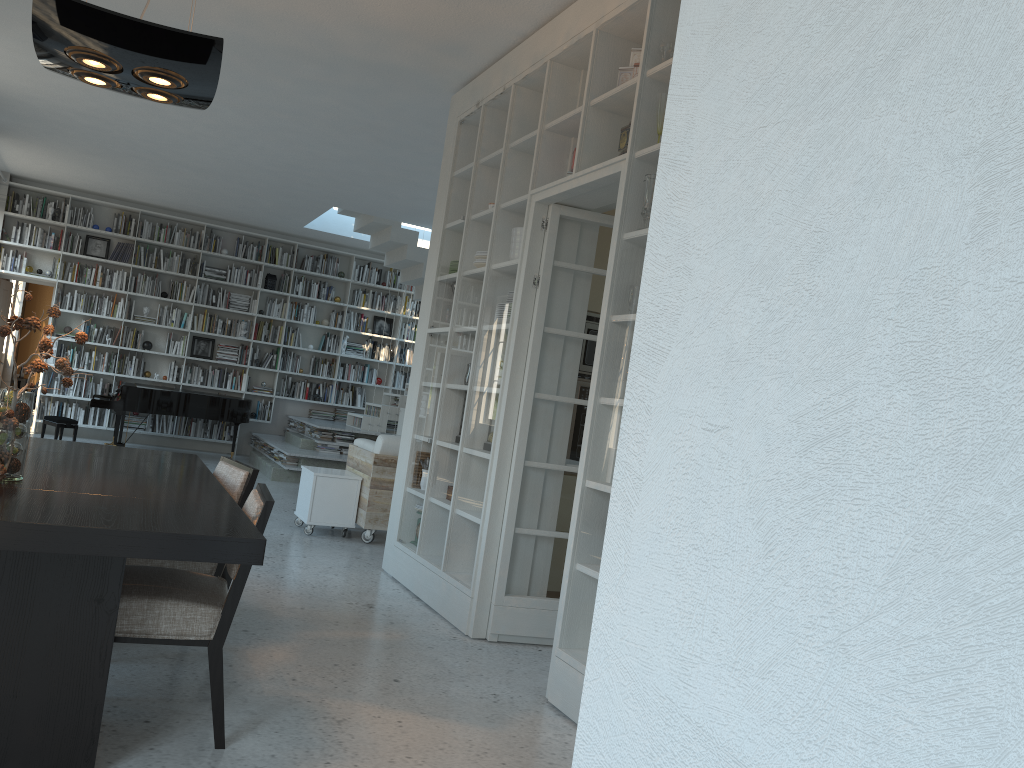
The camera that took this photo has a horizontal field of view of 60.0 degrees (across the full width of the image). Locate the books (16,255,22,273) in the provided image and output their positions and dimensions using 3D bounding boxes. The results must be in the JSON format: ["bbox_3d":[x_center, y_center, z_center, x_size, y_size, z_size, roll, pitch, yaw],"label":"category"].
[{"bbox_3d":[-6.342,-1.538,11.411,0.021,0.237,0.188,9,-1,-24],"label":"books"}]

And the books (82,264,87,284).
[{"bbox_3d":[-5.664,-1.449,11.751,0.012,0.277,0.150,9,-1,-24],"label":"books"}]

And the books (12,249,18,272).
[{"bbox_3d":[-6.385,-1.575,11.395,0.013,0.297,0.187,9,-1,-24],"label":"books"}]

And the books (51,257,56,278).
[{"bbox_3d":[-5.997,-1.506,11.590,0.012,0.285,0.159,9,-1,-24],"label":"books"}]

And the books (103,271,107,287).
[{"bbox_3d":[-5.437,-1.390,11.844,0.013,0.232,0.171,9,-1,-24],"label":"books"}]

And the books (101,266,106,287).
[{"bbox_3d":[-5.454,-1.420,11.847,0.025,0.286,0.161,9,-1,-24],"label":"books"}]

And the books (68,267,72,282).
[{"bbox_3d":[-5.809,-1.431,11.664,0.026,0.195,0.175,9,-1,-24],"label":"books"}]

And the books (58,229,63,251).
[{"bbox_3d":[-5.912,-1.868,11.616,0.014,0.294,0.172,9,-1,-24],"label":"books"}]

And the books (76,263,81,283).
[{"bbox_3d":[-5.721,-1.459,11.706,0.011,0.277,0.164,9,-1,-24],"label":"books"}]

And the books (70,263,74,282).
[{"bbox_3d":[-5.794,-1.462,11.687,0.010,0.262,0.150,9,-1,-24],"label":"books"}]

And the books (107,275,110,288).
[{"bbox_3d":[-5.404,-1.361,11.874,0.022,0.186,0.136,9,-1,-24],"label":"books"}]

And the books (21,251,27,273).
[{"bbox_3d":[-6.304,-1.562,11.450,0.013,0.298,0.179,9,-1,-24],"label":"books"}]

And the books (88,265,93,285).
[{"bbox_3d":[-5.599,-1.436,11.773,0.014,0.272,0.180,9,-1,-24],"label":"books"}]

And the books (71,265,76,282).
[{"bbox_3d":[-5.776,-1.443,11.691,0.030,0.230,0.172,9,-1,-24],"label":"books"}]

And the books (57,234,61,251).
[{"bbox_3d":[-5.934,-1.842,11.621,0.014,0.235,0.143,9,-1,-24],"label":"books"}]

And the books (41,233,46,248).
[{"bbox_3d":[-6.092,-1.856,11.543,0.028,0.212,0.138,9,-1,-24],"label":"books"}]

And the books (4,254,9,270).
[{"bbox_3d":[-6.484,-1.552,11.366,0.010,0.220,0.181,9,-1,-24],"label":"books"}]

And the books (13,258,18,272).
[{"bbox_3d":[-6.382,-1.521,11.414,0.024,0.193,0.180,9,-1,-24],"label":"books"}]

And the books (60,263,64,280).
[{"bbox_3d":[-5.901,-1.464,11.639,0.022,0.232,0.151,9,-1,-24],"label":"books"}]

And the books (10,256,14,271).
[{"bbox_3d":[-6.434,-1.540,11.417,0.023,0.214,0.140,9,-1,-24],"label":"books"}]

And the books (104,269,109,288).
[{"bbox_3d":[-5.422,-1.402,11.865,0.029,0.260,0.157,9,-1,-24],"label":"books"}]

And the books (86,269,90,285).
[{"bbox_3d":[-5.621,-1.412,11.759,0.031,0.217,0.173,9,-1,-24],"label":"books"}]

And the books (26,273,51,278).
[{"bbox_3d":[-6.158,-1.406,11.529,0.285,0.012,0.159,9,-2,-27],"label":"books"}]

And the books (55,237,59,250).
[{"bbox_3d":[-5.949,-1.821,11.600,0.026,0.188,0.154,9,-1,-24],"label":"books"}]

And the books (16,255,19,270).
[{"bbox_3d":[-6.366,-1.540,11.427,0.010,0.234,0.165,9,-1,-24],"label":"books"}]

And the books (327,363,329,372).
[{"bbox_3d":[-2.749,-0.214,13.130,0.016,0.231,0.138,9,-1,-24],"label":"books"}]

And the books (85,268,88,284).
[{"bbox_3d":[-5.642,-1.421,11.757,0.011,0.229,0.170,9,-1,-24],"label":"books"}]

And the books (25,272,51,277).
[{"bbox_3d":[-6.157,-1.418,11.531,0.285,0.012,0.159,9,-2,-22],"label":"books"}]

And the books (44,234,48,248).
[{"bbox_3d":[-6.071,-1.845,11.562,0.029,0.197,0.144,9,-1,-24],"label":"books"}]

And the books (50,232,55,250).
[{"bbox_3d":[-5.991,-1.849,11.564,0.029,0.229,0.191,9,-1,-24],"label":"books"}]

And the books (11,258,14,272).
[{"bbox_3d":[-6.410,-1.532,11.405,0.011,0.206,0.163,9,-1,-24],"label":"books"}]

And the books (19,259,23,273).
[{"bbox_3d":[-6.339,-1.513,11.458,0.029,0.191,0.134,9,-1,-24],"label":"books"}]

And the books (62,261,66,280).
[{"bbox_3d":[-5.880,-1.477,11.638,0.012,0.263,0.180,9,-1,-24],"label":"books"}]

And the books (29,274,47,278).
[{"bbox_3d":[-6.162,-1.394,11.535,0.254,0.012,0.161,9,-2,-24],"label":"books"}]

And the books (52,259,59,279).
[{"bbox_3d":[-5.982,-1.495,11.621,0.044,0.269,0.133,9,-1,-24],"label":"books"}]

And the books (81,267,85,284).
[{"bbox_3d":[-5.680,-1.428,11.750,0.012,0.230,0.149,9,-1,-24],"label":"books"}]

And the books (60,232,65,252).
[{"bbox_3d":[-5.897,-1.853,11.641,0.037,0.268,0.113,9,-1,-24],"label":"books"}]

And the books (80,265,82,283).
[{"bbox_3d":[-5.704,-1.441,11.733,0.047,0.249,0.134,9,-1,-24],"label":"books"}]

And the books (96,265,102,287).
[{"bbox_3d":[-5.496,-1.427,11.802,0.030,0.285,0.185,9,-1,-24],"label":"books"}]

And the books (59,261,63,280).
[{"bbox_3d":[-5.918,-1.478,11.640,0.012,0.254,0.161,9,-1,-24],"label":"books"}]

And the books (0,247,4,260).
[{"bbox_3d":[-6.544,-1.602,11.362,0.013,0.303,0.135,9,-1,-24],"label":"books"}]

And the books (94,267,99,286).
[{"bbox_3d":[-5.523,-1.424,11.796,0.023,0.271,0.187,9,-1,-24],"label":"books"}]

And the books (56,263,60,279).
[{"bbox_3d":[-5.926,-1.465,11.591,0.021,0.224,0.231,9,-2,-24],"label":"books"}]

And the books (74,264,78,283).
[{"bbox_3d":[-5.754,-1.451,11.699,0.014,0.252,0.187,9,-1,-24],"label":"books"}]

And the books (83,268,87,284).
[{"bbox_3d":[-5.652,-1.417,11.745,0.014,0.218,0.164,9,-1,-24],"label":"books"}]

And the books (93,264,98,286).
[{"bbox_3d":[-5.545,-1.443,11.805,0.014,0.304,0.151,9,-1,-24],"label":"books"}]

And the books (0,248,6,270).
[{"bbox_3d":[-6.520,-1.588,11.348,0.023,0.281,0.170,9,-1,-24],"label":"books"}]

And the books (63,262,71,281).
[{"bbox_3d":[-5.854,-1.469,11.668,0.062,0.258,0.153,9,-1,-24],"label":"books"}]

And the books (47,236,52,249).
[{"bbox_3d":[-6.031,-1.831,11.571,0.031,0.182,0.151,9,-1,-24],"label":"books"}]

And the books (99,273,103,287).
[{"bbox_3d":[-5.474,-1.378,11.810,0.029,0.195,0.192,9,-1,-24],"label":"books"}]

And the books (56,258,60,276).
[{"bbox_3d":[-5.950,-1.499,11.618,0.010,0.286,0.137,9,-1,-24],"label":"books"}]

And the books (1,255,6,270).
[{"bbox_3d":[-6.507,-1.543,11.365,0.029,0.197,0.160,9,-1,-24],"label":"books"}]

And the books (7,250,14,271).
[{"bbox_3d":[-6.443,-1.576,11.393,0.022,0.281,0.156,9,-1,-24],"label":"books"}]

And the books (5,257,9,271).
[{"bbox_3d":[-6.480,-1.532,11.397,0.029,0.185,0.134,9,-1,-24],"label":"books"}]

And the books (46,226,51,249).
[{"bbox_3d":[-6.035,-1.893,11.549,0.012,0.303,0.189,9,-1,-24],"label":"books"}]

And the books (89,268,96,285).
[{"bbox_3d":[-5.576,-1.415,11.789,0.047,0.238,0.162,9,-1,-24],"label":"books"}]

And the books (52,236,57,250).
[{"bbox_3d":[-5.979,-1.829,11.602,0.029,0.195,0.146,9,-1,-24],"label":"books"}]

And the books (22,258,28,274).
[{"bbox_3d":[-6.286,-1.516,11.445,0.029,0.211,0.187,9,-1,-24],"label":"books"}]

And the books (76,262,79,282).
[{"bbox_3d":[-5.739,-1.463,11.709,0.020,0.281,0.164,9,-1,-24],"label":"books"}]
